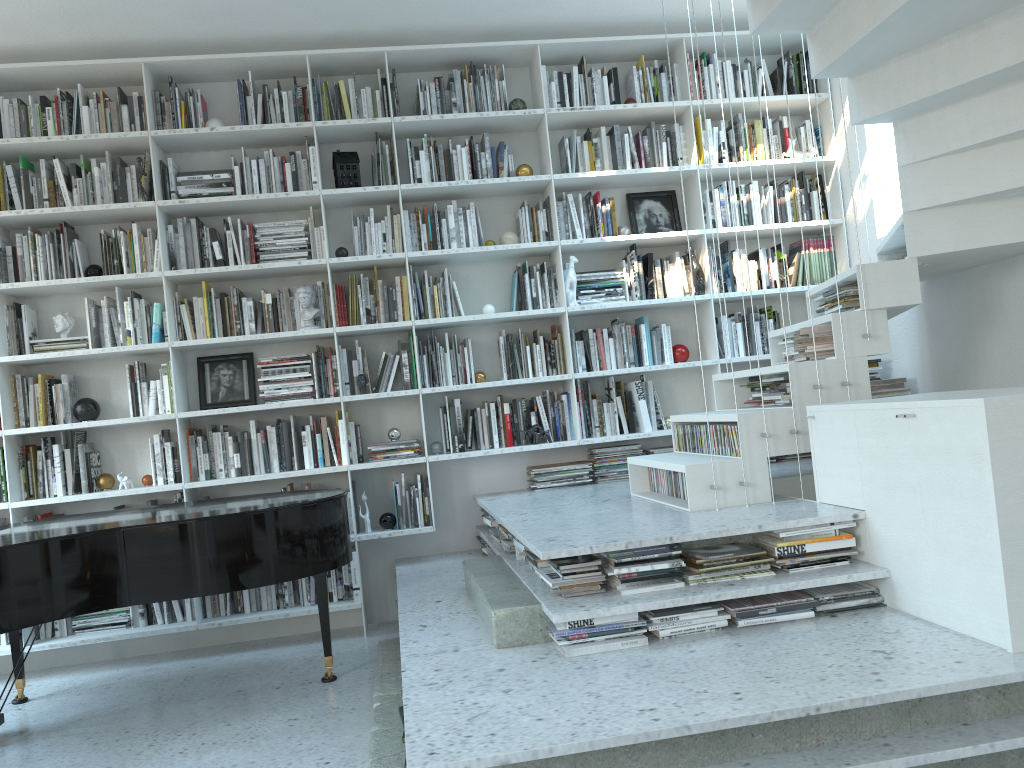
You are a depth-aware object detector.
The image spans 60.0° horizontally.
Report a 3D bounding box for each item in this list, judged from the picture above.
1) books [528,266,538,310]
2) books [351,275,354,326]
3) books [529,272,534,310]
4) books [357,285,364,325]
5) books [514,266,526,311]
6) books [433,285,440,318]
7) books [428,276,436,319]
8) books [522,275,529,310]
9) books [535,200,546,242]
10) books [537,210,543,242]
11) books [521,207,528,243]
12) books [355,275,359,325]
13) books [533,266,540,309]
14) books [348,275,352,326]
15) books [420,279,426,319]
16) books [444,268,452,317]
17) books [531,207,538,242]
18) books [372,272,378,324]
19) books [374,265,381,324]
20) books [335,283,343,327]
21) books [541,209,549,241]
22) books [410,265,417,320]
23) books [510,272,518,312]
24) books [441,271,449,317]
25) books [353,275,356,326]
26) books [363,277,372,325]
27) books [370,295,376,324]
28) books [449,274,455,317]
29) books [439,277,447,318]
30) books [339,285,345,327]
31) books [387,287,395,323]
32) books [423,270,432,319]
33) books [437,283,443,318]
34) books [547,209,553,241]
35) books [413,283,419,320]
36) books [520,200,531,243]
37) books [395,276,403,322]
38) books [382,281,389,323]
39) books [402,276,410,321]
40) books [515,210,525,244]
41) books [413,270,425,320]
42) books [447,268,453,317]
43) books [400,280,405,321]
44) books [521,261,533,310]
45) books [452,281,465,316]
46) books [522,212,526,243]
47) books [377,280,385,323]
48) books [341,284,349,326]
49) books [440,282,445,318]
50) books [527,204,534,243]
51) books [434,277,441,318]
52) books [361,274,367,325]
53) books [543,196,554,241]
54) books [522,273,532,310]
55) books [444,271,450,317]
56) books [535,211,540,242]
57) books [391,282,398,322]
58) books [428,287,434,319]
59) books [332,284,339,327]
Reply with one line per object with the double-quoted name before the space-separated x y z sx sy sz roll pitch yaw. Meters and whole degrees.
"books" 0.112 -0.530 5.051 0.018 0.263 0.165 -6 -1 -8
"books" -0.884 -0.444 4.920 0.035 0.293 0.145 -6 -1 -8
"books" 0.100 -0.511 5.064 0.007 0.230 0.146 -6 -1 -8
"books" -0.835 -0.419 4.916 0.015 0.231 0.180 -6 -1 -8
"books" 0.047 -0.524 5.046 0.021 0.264 0.174 -6 -1 -8
"books" -0.425 -0.441 4.952 0.017 0.192 0.191 -6 -1 -8
"books" -0.448 -0.470 4.981 0.013 0.256 0.144 -6 -1 -8
"books" 0.071 -0.499 5.042 0.006 0.209 0.188 -6 -1 -8
"books" 0.163 -0.902 5.065 0.016 0.257 0.176 -6 -1 -8
"books" 0.150 -0.873 5.073 0.013 0.202 0.173 -6 -1 -8
"books" 0.066 -0.879 5.067 0.012 0.232 0.154 -6 -1 -8
"books" -0.859 -0.447 4.923 0.035 0.293 0.145 -6 -1 -8
"books" 0.128 -0.529 5.054 0.015 0.259 0.152 -6 -1 -8
"books" -0.895 -0.444 4.907 0.035 0.293 0.145 -6 -1 -8
"books" -0.498 -0.459 4.980 0.007 0.244 0.145 -6 -1 -8
"books" -0.363 -0.494 4.990 0.013 0.287 0.159 -6 -1 -8
"books" 0.121 -0.883 5.076 0.016 0.228 0.160 -6 -1 -8
"books" -0.755 -0.458 4.912 0.019 0.293 0.182 -6 -1 -8
"books" -0.748 -0.481 4.933 0.021 0.337 0.169 -6 -1 -8
"books" -0.956 -0.419 4.914 0.015 0.255 0.150 -6 -1 -8
"books" 0.179 -0.877 5.066 0.013 0.204 0.174 -6 -1 -8
"books" -0.551 -0.491 4.950 0.006 0.318 0.164 -6 -1 -8
"books" 0.010 -0.507 5.047 0.056 0.241 0.153 -6 -1 -8
"books" -0.376 -0.484 4.982 0.006 0.270 0.178 -6 -1 -8
"books" -0.869 -0.446 4.907 0.035 0.293 0.145 -6 -1 -8
"books" -0.804 -0.445 4.942 0.035 0.278 0.139 -6 -1 -8
"books" -0.774 -0.399 4.947 0.030 0.181 0.131 -6 -1 -8
"books" -0.341 -0.479 5.001 0.007 0.254 0.161 -6 -1 -8
"books" -0.387 -0.469 4.989 0.017 0.243 0.132 -6 -1 -8
"books" -0.939 -0.415 4.915 0.014 0.244 0.145 -6 -1 -8
"books" -0.674 -0.421 4.927 0.034 0.204 0.181 -6 -1 -8
"books" -0.472 -0.480 4.949 0.013 0.279 0.191 -6 -1 -8
"books" -0.407 -0.450 4.982 0.014 0.209 0.156 -6 -1 -8
"books" 0.203 -0.880 5.073 0.012 0.206 0.169 -6 -1 -8
"books" -0.537 -0.443 4.964 0.015 0.220 0.155 -6 -1 -8
"books" 0.079 -0.899 5.057 0.015 0.267 0.164 -6 -1 -8
"books" -0.631 -0.457 4.949 0.032 0.266 0.143 -6 -1 -8
"books" -0.699 -0.438 4.916 0.027 0.242 0.188 -6 -1 -8
"books" -0.595 -0.461 4.967 0.033 0.268 0.142 -6 -1 -8
"books" 0.047 -0.871 5.070 0.015 0.220 0.140 -6 -1 -8
"books" -0.519 -0.479 4.958 0.035 0.287 0.191 -6 -1 -8
"books" -0.358 -0.500 5.033 0.011 0.300 0.088 -6 -1 -8
"books" -0.613 -0.449 4.966 0.019 0.247 0.149 -6 -1 -8
"books" 0.087 -0.543 5.062 0.013 0.295 0.154 -6 -1 -8
"books" -0.305 -0.460 4.977 0.051 0.210 0.176 -6 -1 -8
"books" 0.059 -0.865 5.067 0.005 0.205 0.154 -6 -1 -8
"books" -0.726 -0.440 4.938 0.033 0.253 0.174 -6 -1 -8
"books" -0.925 -0.417 4.929 0.013 0.247 0.176 -6 -1 -8
"books" -0.396 -0.453 4.975 0.007 0.211 0.158 -6 -1 -8
"books" 0.094 -0.888 5.070 0.016 0.243 0.151 -6 -1 -8
"books" -0.420 -0.466 4.980 0.008 0.242 0.169 -6 -1 -8
"books" -0.821 -0.452 4.916 0.019 0.294 0.164 -6 -1 -8
"books" 0.209 -0.917 5.069 0.005 0.278 0.182 -6 -1 -8
"books" 0.080 -0.504 5.044 0.013 0.219 0.187 -6 -1 -8
"books" -0.372 -0.486 4.988 0.006 0.273 0.167 -6 -1 -8
"books" 0.136 -0.873 5.083 0.012 0.206 0.137 -6 -1 -8
"books" -0.653 -0.441 4.951 0.028 0.239 0.145 -6 -1 -8
"books" -0.458 -0.437 4.973 0.014 0.192 0.147 -6 -1 -8
"books" -0.971 -0.416 4.910 0.014 0.254 0.161 -6 -1 -8
